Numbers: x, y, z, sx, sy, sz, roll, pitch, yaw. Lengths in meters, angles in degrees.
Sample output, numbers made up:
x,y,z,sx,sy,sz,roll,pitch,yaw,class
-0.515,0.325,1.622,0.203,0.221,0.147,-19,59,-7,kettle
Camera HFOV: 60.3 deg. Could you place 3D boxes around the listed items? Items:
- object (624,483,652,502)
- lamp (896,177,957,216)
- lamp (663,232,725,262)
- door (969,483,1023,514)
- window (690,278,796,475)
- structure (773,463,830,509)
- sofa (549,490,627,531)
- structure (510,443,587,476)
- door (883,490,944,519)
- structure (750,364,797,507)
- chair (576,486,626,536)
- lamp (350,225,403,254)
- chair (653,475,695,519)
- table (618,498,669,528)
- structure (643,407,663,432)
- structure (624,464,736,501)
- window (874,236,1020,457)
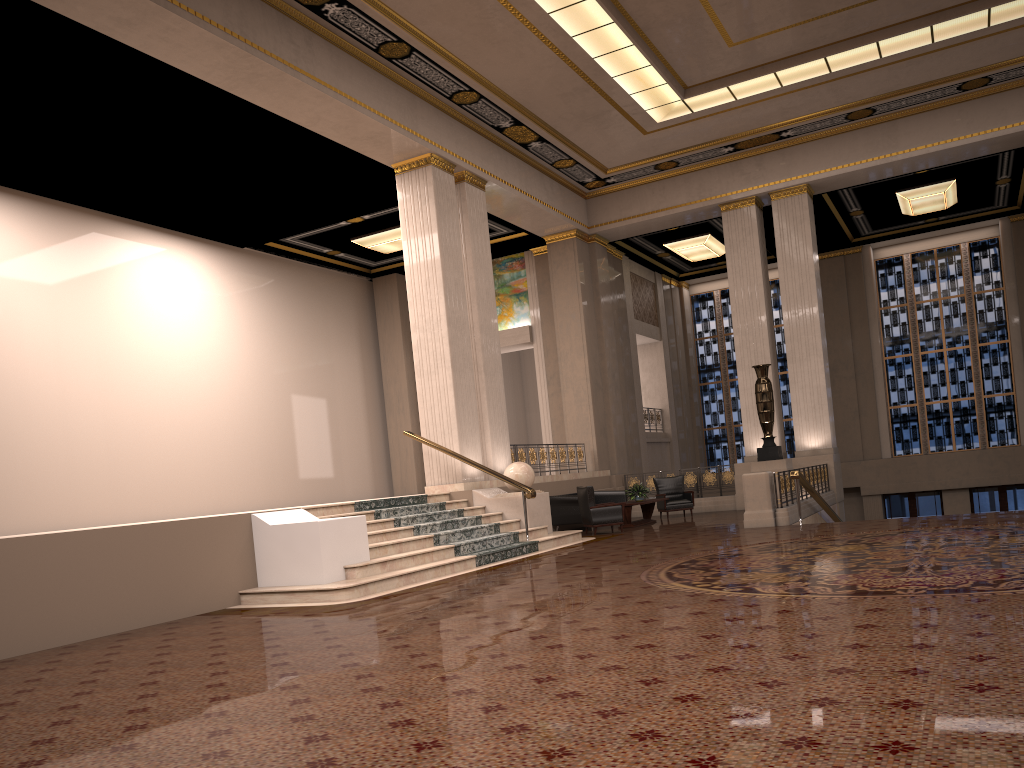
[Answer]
x,y,z,sx,sy,sz,roll,pitch,yaw,class
2.334,1.997,16.356,0.522,0.376,0.506,-3,-5,-30,object
9.311,-4.121,19.730,1.174,0.214,2.015,-9,-7,27,lamp
4.680,-3.387,22.181,1.174,0.214,2.015,-9,-7,27,lamp
12.491,3.878,22.236,1.499,2.724,0.154,-6,0,28,door
6.859,-0.178,25.481,3.003,5.358,0.069,-6,0,28,window
5.068,1.695,15.126,0.079,0.536,4.933,-6,-6,28,structure
1.518,2.418,16.936,0.880,0.705,1.921,-8,-6,27,sofa
0.728,1.493,17.373,0.032,0.623,3.692,-6,-6,27,structure
10.652,4.170,23.210,1.499,2.724,0.154,-6,0,28,door
4.915,1.029,16.852,0.703,2.788,0.697,-6,0,27,structure
1.522,2.145,15.118,0.715,0.843,0.651,-5,-2,-12,chair
-2.389,-3.073,18.778,1.726,0.214,1.167,-9,-7,27,lamp
3.292,2.284,17.890,0.646,0.843,0.721,-5,-3,-8,chair
2.339,2.423,16.505,0.843,0.434,1.474,-8,-6,27,table
3.597,0.953,23.105,0.031,0.666,2.154,-6,-5,27,structure
3.648,2.180,19.139,2.549,0.654,0.032,-9,-1,28,structure
11.352,-0.891,23.102,3.003,5.358,0.069,-6,0,28,window
